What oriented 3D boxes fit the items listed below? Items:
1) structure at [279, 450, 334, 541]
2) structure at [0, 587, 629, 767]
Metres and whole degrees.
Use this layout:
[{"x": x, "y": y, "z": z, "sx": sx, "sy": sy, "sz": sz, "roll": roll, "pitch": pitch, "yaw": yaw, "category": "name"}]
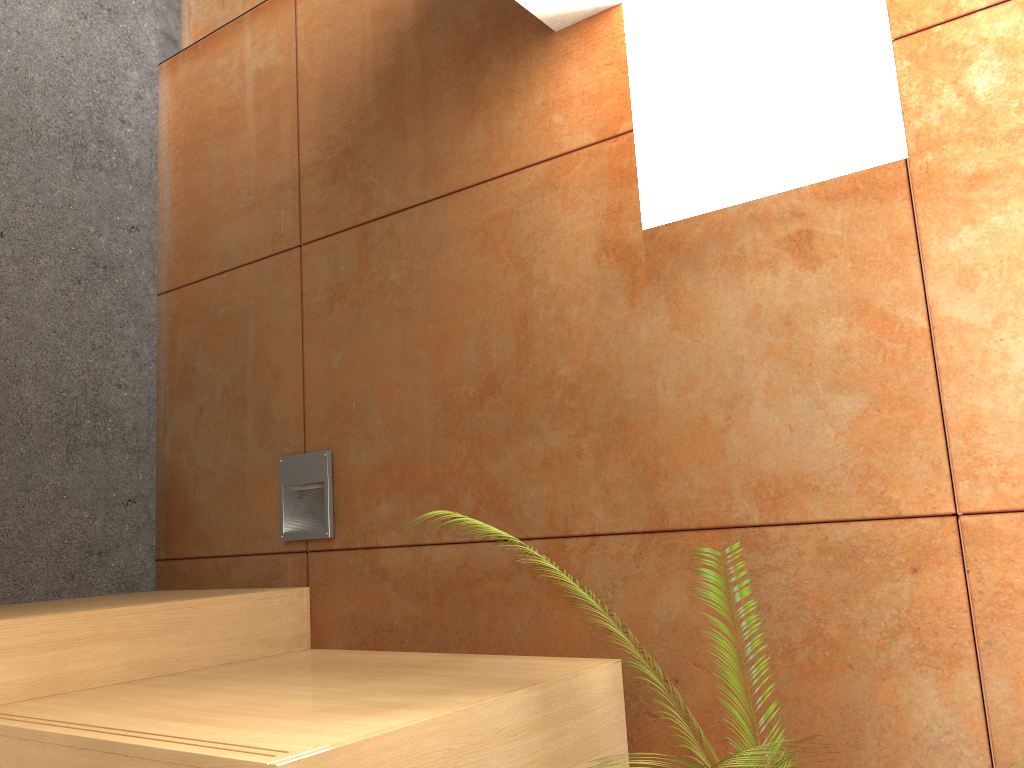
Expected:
[{"x": -0.609, "y": 0.348, "z": 2.743, "sx": 0.220, "sy": 0.260, "sz": 0.096, "roll": -10, "pitch": -12, "yaw": 35, "category": "structure"}, {"x": -1.133, "y": 1.011, "z": 1.514, "sx": 1.950, "sy": 1.110, "sz": 2.400, "roll": -10, "pitch": -12, "yaw": 35, "category": "structure"}]
